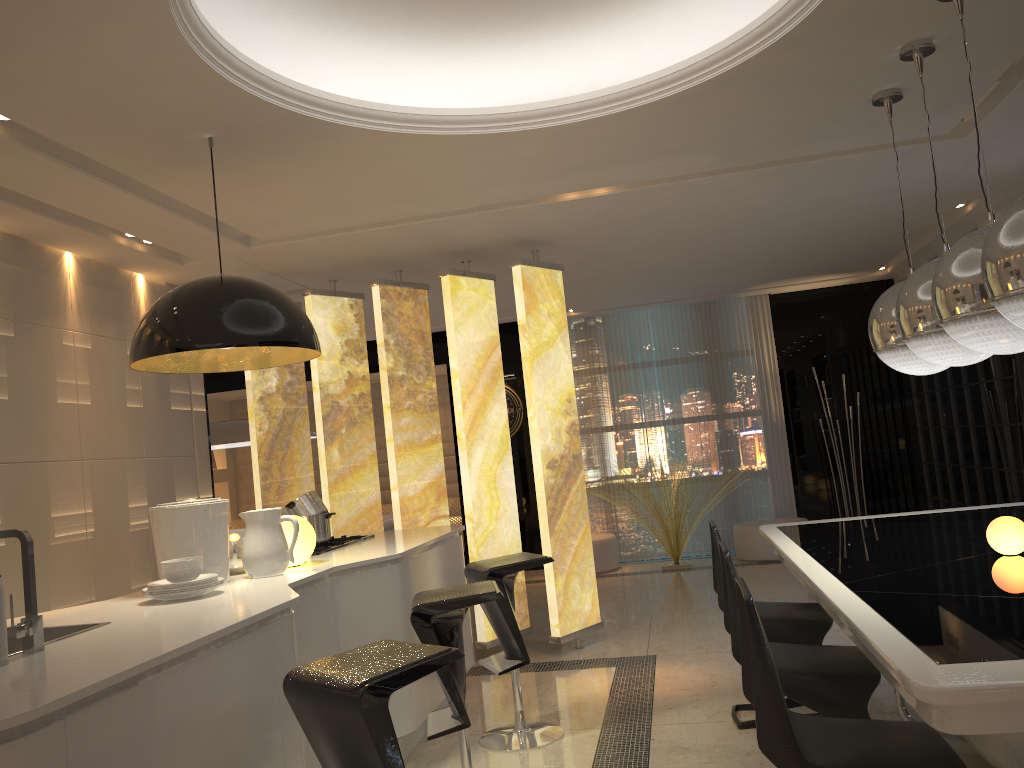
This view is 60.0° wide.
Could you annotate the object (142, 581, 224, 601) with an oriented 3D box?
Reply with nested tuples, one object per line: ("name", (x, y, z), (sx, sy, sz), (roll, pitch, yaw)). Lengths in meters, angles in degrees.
("object", (-1.119, 0.712, 3.029), (0.264, 0.033, 0.264), (-4, -5, -21))

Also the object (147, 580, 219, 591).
("object", (-1.122, 0.694, 3.030), (0.229, 0.016, 0.229), (-10, -6, 39))

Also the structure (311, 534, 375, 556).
("structure", (-1.070, 0.831, 4.526), (0.502, 0.026, 0.811), (-7, -5, 10))

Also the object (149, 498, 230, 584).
("object", (-1.209, 0.599, 3.354), (0.288, 0.330, 0.288), (-8, -5, 27))

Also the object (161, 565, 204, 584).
("object", (-1.125, 0.656, 3.033), (0.138, 0.051, 0.138), (-3, -5, -32))

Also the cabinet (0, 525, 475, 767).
("cabinet", (-1.031, 1.190, 3.326), (1.046, 0.887, 3.752), (-7, -5, 10))

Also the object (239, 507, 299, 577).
("object", (-0.954, 0.618, 3.476), (0.211, 0.254, 0.183), (-4, -5, -28))

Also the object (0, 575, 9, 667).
("object", (-1.230, 0.554, 2.085), (0.071, 0.219, 0.071), (-5, -5, -14))

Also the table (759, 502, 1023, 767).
("table", (1.665, 0.936, 2.933), (1.293, 0.759, 3.031), (-7, -5, 10))

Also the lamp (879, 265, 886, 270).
("lamp", (3.581, -1.176, 8.623), (0.107, 0.127, 0.107), (-5, -5, -9))

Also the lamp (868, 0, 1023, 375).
("lamp", (1.554, -0.688, 3.077), (0.408, 1.226, 1.827), (-7, -5, 10))

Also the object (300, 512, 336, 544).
("object", (-1.053, 0.743, 4.529), (0.253, 0.147, 0.266), (-3, -6, -37))

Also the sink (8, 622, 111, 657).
("sink", (-1.465, 0.776, 2.263), (0.485, 0.152, 0.738), (-7, -5, 10))

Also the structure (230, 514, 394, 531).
("structure", (-2.447, 1.752, 8.044), (2.912, 0.812, 1.659), (-7, -5, 10))

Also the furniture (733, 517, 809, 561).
("furniture", (2.536, 1.502, 8.637), (0.735, 0.357, 0.735), (-5, -5, -18))

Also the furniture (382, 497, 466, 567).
("furniture", (-1.065, 1.793, 10.330), (1.312, 0.810, 1.107), (-7, -5, 10))

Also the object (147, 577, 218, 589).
("object", (-1.123, 0.684, 3.030), (0.229, 0.016, 0.229), (-10, -6, 39))

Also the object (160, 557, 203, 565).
("object", (-1.128, 0.627, 3.035), (0.138, 0.051, 0.138), (-3, -5, -32))

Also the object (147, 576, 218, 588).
("object", (-1.123, 0.680, 3.031), (0.229, 0.016, 0.229), (-10, -6, 39))

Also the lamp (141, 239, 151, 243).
("lamp", (-2.060, -0.865, 5.035), (0.107, 0.127, 0.107), (-7, -5, 6))

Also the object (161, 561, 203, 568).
("object", (-1.127, 0.638, 3.034), (0.138, 0.051, 0.138), (-3, -5, -32))

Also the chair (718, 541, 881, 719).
("chair", (1.007, 0.966, 3.043), (0.496, 0.858, 0.523), (-7, -5, 10))

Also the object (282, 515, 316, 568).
("object", (-0.927, 0.655, 3.700), (0.212, 0.214, 0.213), (-3, -5, -30))

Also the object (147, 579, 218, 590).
("object", (-1.122, 0.689, 3.030), (0.229, 0.016, 0.229), (-10, -6, 39))

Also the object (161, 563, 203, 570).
("object", (-1.127, 0.644, 3.034), (0.138, 0.051, 0.138), (-3, -5, -32))

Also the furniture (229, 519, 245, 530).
("furniture", (-2.931, 2.017, 10.652), (1.312, 0.810, 1.107), (-7, -5, 10))

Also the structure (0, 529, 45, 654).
("structure", (-1.288, 0.525, 2.220), (0.177, 0.310, 0.089), (-7, -5, 10))

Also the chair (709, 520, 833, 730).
("chair", (1.157, 1.017, 3.878), (0.496, 0.858, 0.523), (-7, -5, 10))

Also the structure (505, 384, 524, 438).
("structure", (-0.196, 0.312, 9.681), (0.669, 0.669, 0.048), (-7, -5, 10))

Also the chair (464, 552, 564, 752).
("chair", (0.003, 1.182, 3.981), (0.380, 0.789, 0.380), (-4, -5, -23))

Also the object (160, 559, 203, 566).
("object", (-1.128, 0.633, 3.035), (0.138, 0.051, 0.138), (-3, -5, -32))

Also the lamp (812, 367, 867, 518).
("lamp", (3.300, 0.707, 8.796), (0.418, 1.801, 0.200), (-7, -5, 10))

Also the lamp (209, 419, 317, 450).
("lamp", (-2.625, 0.076, 8.195), (1.578, 0.995, 0.939), (-7, -5, 10))

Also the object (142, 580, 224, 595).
("object", (-1.120, 0.706, 3.029), (0.264, 0.033, 0.264), (-4, -5, -21))

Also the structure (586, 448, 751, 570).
("structure", (1.513, 1.206, 8.515), (1.275, 1.142, 1.282), (-3, -5, -34))

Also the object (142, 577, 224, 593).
("object", (-1.121, 0.700, 3.030), (0.264, 0.033, 0.264), (-4, -5, -21))

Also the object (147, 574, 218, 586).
("object", (-1.124, 0.675, 3.031), (0.229, 0.016, 0.229), (-10, -6, 39))

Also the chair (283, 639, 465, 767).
("chair", (-0.321, 1.072, 2.177), (0.380, 0.789, 0.380), (-10, -6, 42))

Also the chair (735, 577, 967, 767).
("chair", (0.854, 0.914, 2.191), (0.496, 0.858, 0.523), (-7, -5, 10))

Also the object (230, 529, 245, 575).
("object", (-1.146, 0.695, 3.665), (0.211, 0.174, 0.211), (-3, -5, -33))

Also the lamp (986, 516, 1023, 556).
("lamp", (1.609, 0.492, 2.875), (0.125, 0.125, 0.125), (-3, -5, -30))

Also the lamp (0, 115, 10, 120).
("lamp", (-1.856, -1.031, 3.235), (0.107, 0.127, 0.107), (-5, -5, -9))

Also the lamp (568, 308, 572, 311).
("lamp", (0.618, -0.817, 9.179), (0.107, 0.127, 0.107), (-9, -5, 28))

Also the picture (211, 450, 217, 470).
("picture", (-3.755, 0.948, 11.007), (0.094, 0.262, 0.211), (-7, -5, 9))

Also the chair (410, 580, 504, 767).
("chair", (-0.183, 1.136, 3.169), (0.380, 0.789, 0.380), (-5, -5, -8))

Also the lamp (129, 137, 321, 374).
("lamp", (-1.150, -0.534, 3.484), (0.710, 0.898, 0.710), (-8, -5, 20))

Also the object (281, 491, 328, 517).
("object", (-1.071, 0.658, 4.534), (0.256, 0.212, 0.249), (-2, -6, -45))

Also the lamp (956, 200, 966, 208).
("lamp", (3.163, -1.318, 6.295), (0.107, 0.127, 0.107), (-5, -5, -9))

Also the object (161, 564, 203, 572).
("object", (-1.126, 0.650, 3.034), (0.138, 0.051, 0.138), (-3, -5, -32))

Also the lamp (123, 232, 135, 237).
("lamp", (-2.090, -0.875, 4.874), (0.107, 0.127, 0.107), (-5, -5, -9))

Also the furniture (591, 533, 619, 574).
("furniture", (0.718, 1.728, 9.044), (0.735, 0.357, 0.735), (-7, -5, 12))

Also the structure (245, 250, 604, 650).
("structure", (-0.626, 0.508, 5.838), (2.180, 2.555, 0.448), (-7, -5, 10))
